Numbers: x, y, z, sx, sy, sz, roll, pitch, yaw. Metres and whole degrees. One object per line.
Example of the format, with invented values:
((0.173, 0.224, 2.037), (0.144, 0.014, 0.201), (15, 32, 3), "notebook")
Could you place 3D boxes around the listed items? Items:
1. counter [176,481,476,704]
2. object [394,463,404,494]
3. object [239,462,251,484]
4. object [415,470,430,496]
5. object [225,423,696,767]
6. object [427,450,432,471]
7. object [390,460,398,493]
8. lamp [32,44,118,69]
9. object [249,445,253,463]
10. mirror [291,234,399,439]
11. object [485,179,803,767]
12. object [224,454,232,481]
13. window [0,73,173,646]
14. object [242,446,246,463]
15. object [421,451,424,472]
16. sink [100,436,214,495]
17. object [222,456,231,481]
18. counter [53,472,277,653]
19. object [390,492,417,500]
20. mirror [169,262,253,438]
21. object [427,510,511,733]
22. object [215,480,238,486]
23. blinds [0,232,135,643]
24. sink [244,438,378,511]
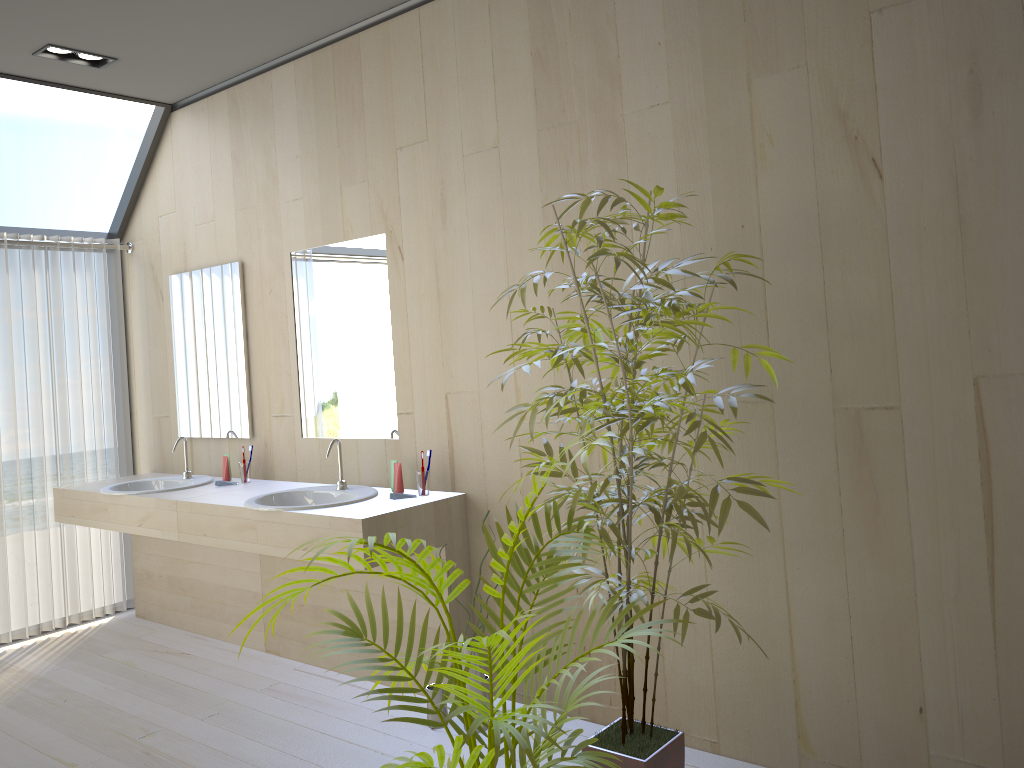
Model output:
((-0.780, 0.858, 3.633), (1.202, 0.791, 0.551), (-3, 0, 39), "counter")
((-0.448, 0.379, 3.497), (0.039, 0.135, 0.039), (-4, -1, -9), "object")
((-1.277, 0.427, 4.242), (0.059, 0.100, 0.058), (-3, -1, -44), "object")
((-0.348, 0.391, 3.476), (0.058, 0.100, 0.058), (-4, -1, -40), "object")
((-0.092, 0.673, 1.800), (0.917, 1.158, 0.749), (-4, 0, -17), "object")
((-0.337, 0.348, 3.484), (0.054, 0.175, 0.012), (-3, -1, -25), "object")
((-0.477, 0.377, 3.607), (0.039, 0.135, 0.039), (-4, -1, -9), "object")
((-1.941, -1.503, 3.929), (0.163, 0.112, 0.301), (-3, 2, 40), "lamp")
((-1.265, 0.384, 4.249), (0.054, 0.175, 0.012), (-3, -1, -25), "object")
((-0.744, -0.192, 3.922), (0.652, 0.869, 0.023), (-4, -1, 39), "mirror")
((0.332, 0.334, 2.411), (0.788, 1.758, 0.933), (-4, -1, -25), "object")
((-1.406, 0.413, 4.372), (0.039, 0.135, 0.039), (-4, -1, -2), "object")
((-3.450, 0.026, 3.169), (0.743, 2.816, 4.570), (-5, 0, 40), "window")
((-1.274, 0.385, 4.214), (0.012, 0.178, 0.050), (-4, -1, -11), "object")
((-0.345, 0.349, 3.448), (0.012, 0.178, 0.050), (-4, -1, -11), "object")
((-1.741, 0.482, 4.350), (0.572, 0.420, 0.505), (-3, 1, 43), "sink")
((-1.377, 0.415, 4.262), (0.039, 0.135, 0.039), (-4, -1, -2), "object")
((-1.709, 0.894, 4.399), (1.202, 0.791, 0.551), (-3, 0, 39), "counter")
((-0.421, 0.430, 3.419), (0.104, 0.029, 0.032), (-4, 1, -10), "object")
((-1.560, -0.159, 4.558), (0.652, 0.869, 0.023), (-4, -1, 39), "mirror")
((-0.138, 0.844, 3.254), (0.273, 0.750, 0.407), (-4, -1, 27), "object")
((-1.349, 0.465, 4.184), (0.104, 0.029, 0.032), (-4, 1, -10), "object")
((-2.548, 0.257, 4.534), (0.084, 2.073, 1.184), (-5, -1, 40), "blinds")
((-0.813, 0.447, 3.585), (0.572, 0.420, 0.505), (-3, 1, 43), "sink")
